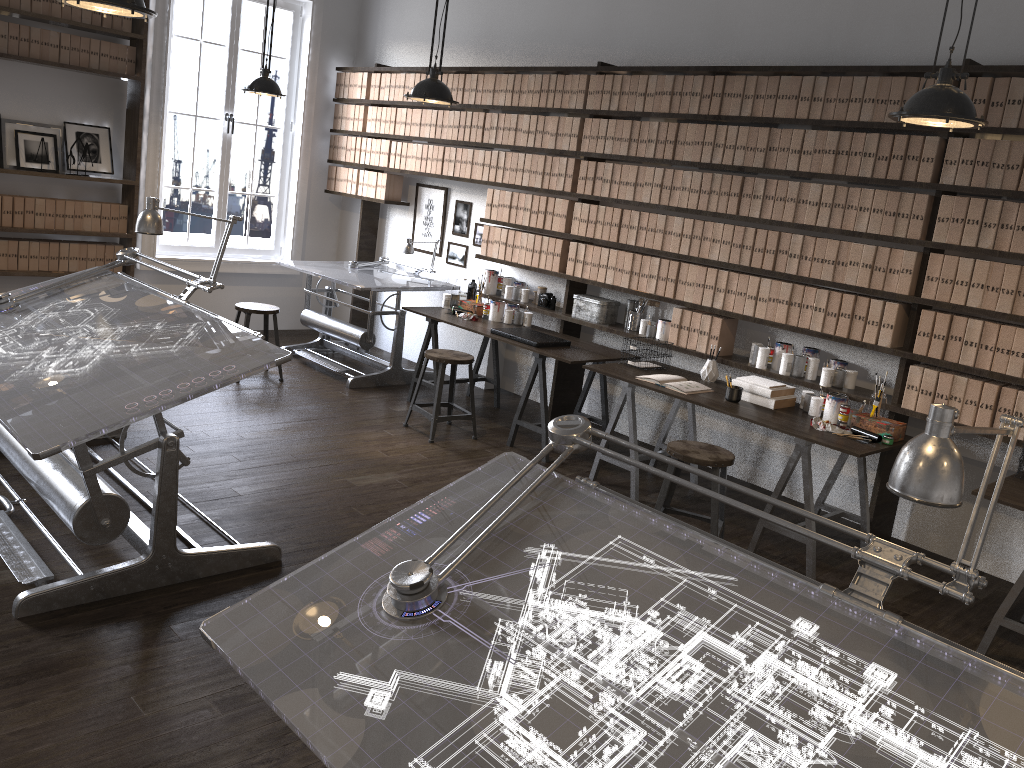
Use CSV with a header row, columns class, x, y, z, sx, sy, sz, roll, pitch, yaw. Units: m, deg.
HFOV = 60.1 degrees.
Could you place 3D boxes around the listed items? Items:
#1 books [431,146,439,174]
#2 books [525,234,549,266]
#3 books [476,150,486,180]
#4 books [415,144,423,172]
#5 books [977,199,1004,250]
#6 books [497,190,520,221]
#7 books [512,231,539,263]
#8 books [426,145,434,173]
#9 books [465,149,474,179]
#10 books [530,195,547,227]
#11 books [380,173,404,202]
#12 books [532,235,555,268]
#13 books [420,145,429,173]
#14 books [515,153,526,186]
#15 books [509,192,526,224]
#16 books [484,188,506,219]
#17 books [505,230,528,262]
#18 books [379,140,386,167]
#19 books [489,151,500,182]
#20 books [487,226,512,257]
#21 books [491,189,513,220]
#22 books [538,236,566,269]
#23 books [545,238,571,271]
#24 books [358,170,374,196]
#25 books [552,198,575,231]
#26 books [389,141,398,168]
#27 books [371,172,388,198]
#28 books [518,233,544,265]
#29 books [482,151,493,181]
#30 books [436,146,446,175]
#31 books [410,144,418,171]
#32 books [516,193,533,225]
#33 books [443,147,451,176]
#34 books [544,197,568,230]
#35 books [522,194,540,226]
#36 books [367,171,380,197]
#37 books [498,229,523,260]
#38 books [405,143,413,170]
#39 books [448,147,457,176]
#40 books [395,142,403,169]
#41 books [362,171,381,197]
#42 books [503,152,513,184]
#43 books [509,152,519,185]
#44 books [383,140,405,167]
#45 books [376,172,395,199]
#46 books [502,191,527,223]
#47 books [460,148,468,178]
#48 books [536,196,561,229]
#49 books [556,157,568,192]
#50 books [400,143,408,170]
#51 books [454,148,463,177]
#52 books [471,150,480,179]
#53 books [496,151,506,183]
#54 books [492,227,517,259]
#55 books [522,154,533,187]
class,x,y,z,sx,sy,sz,roll,pitch,yaw
books,-0.548,-1.774,7.060,0.175,0.223,0.067,-3,15,-44
books,0.187,-0.950,6.304,0.175,0.223,0.067,-3,15,-44
books,-0.172,-1.634,6.664,0.175,0.223,0.067,-3,15,-44
books,-0.689,-1.825,7.197,0.175,0.223,0.067,-3,15,-44
books,2.258,-0.738,4.128,0.174,0.223,0.067,-3,15,-44
books,-0.015,-1.302,6.512,0.175,0.223,0.067,-3,15,-44
books,0.097,-0.986,6.409,0.174,0.223,0.067,-3,15,-44
books,-0.594,-1.791,7.105,0.175,0.223,0.067,-3,15,-44
books,-0.262,-1.666,6.753,0.175,0.224,0.067,-3,15,-44
books,0.221,-1.215,6.268,0.175,0.223,0.067,-3,15,-44
books,-1.027,-1.678,7.568,0.175,0.223,0.067,-3,15,-44
books,0.236,-0.932,6.253,0.175,0.224,0.067,-3,15,-44
books,-0.640,-1.806,7.146,0.175,0.224,0.067,-3,15,-44
books,0.120,-1.532,6.356,0.175,0.224,0.067,-3,15,-44
books,0.077,-1.268,6.418,0.175,0.223,0.067,-3,15,-44
books,-0.109,-1.335,6.605,0.175,0.224,0.067,-3,15,-44
books,0.048,-1.004,6.457,0.175,0.223,0.067,-3,15,-44
books,-1.034,-1.961,7.564,0.175,0.223,0.067,-3,15,-44
books,-0.072,-1.603,6.554,0.175,0.223,0.067,-3,15,-44
books,-0.091,-1.055,6.602,0.175,0.223,0.067,-3,15,-44
books,-0.058,-1.317,6.555,0.175,0.223,0.067,-3,15,-44
books,0.282,-0.916,6.211,0.175,0.223,0.067,-3,15,-44
books,0.328,-0.900,6.167,0.175,0.223,0.067,-3,15,-44
books,-1.261,-1.763,7.806,0.175,0.224,0.067,-3,15,-44
books,0.371,-1.158,6.108,0.175,0.223,0.067,-3,15,-44
books,-0.932,-1.916,7.457,0.175,0.223,0.067,-3,15,-44
books,-1.125,-1.712,7.663,0.175,0.224,0.067,-3,15,-44
books,0.141,-0.969,6.357,0.174,0.223,0.067,-3,15,-44
books,-0.125,-1.616,6.611,0.175,0.224,0.067,-3,15,-44
books,-0.502,-1.756,7.004,0.175,0.224,0.067,-3,15,-44
books,-0.735,-1.843,7.251,0.174,0.223,0.067,-3,15,-44
books,0.125,-1.250,6.368,0.174,0.223,0.067,-3,15,-44
books,-0.447,-1.737,6.955,0.175,0.223,0.067,-3,15,-44
books,0.322,-1.177,6.163,0.175,0.223,0.067,-3,15,-44
books,0.170,-1.232,6.315,0.174,0.223,0.067,-3,15,-44
books,-1.167,-1.729,7.713,0.175,0.223,0.067,-3,15,-44
books,-0.002,-1.021,6.504,0.175,0.224,0.067,-3,15,-44
books,-0.780,-1.861,7.303,0.174,0.223,0.067,-3,15,-44
books,-0.402,-1.719,6.902,0.174,0.223,0.067,-3,15,-44
books,-0.878,-1.895,7.397,0.175,0.224,0.067,-3,15,-44
books,-1.210,-1.745,7.757,0.175,0.223,0.067,-3,15,-44
books,0.029,-1.568,6.459,0.174,0.223,0.067,-3,15,-44
books,0.075,-1.550,6.408,0.175,0.223,0.067,-3,15,-44
books,-0.994,-1.945,7.516,0.175,0.224,0.067,-3,15,-44
books,-1.073,-1.695,7.619,0.174,0.223,0.067,-3,15,-44
books,0.027,-1.285,6.461,0.175,0.224,0.067,-3,15,-44
books,-0.304,-1.684,6.805,0.175,0.223,0.067,-3,15,-44
books,0.268,-1.196,6.212,0.175,0.224,0.067,-3,15,-44
books,0.398,-1.429,6.066,0.174,0.223,0.067,-3,15,-44
books,-0.828,-1.878,7.351,0.175,0.223,0.067,-3,15,-44
books,-0.351,-1.701,6.855,0.174,0.223,0.067,-3,15,-44
books,-0.214,-1.650,6.709,0.175,0.223,0.067,-3,15,-44
books,-0.021,-1.585,6.505,0.174,0.223,0.067,-3,15,-44
books,-0.050,-1.039,6.556,0.175,0.223,0.067,-3,15,-44
books,0.170,-1.514,6.306,0.175,0.223,0.067,-3,15,-44
